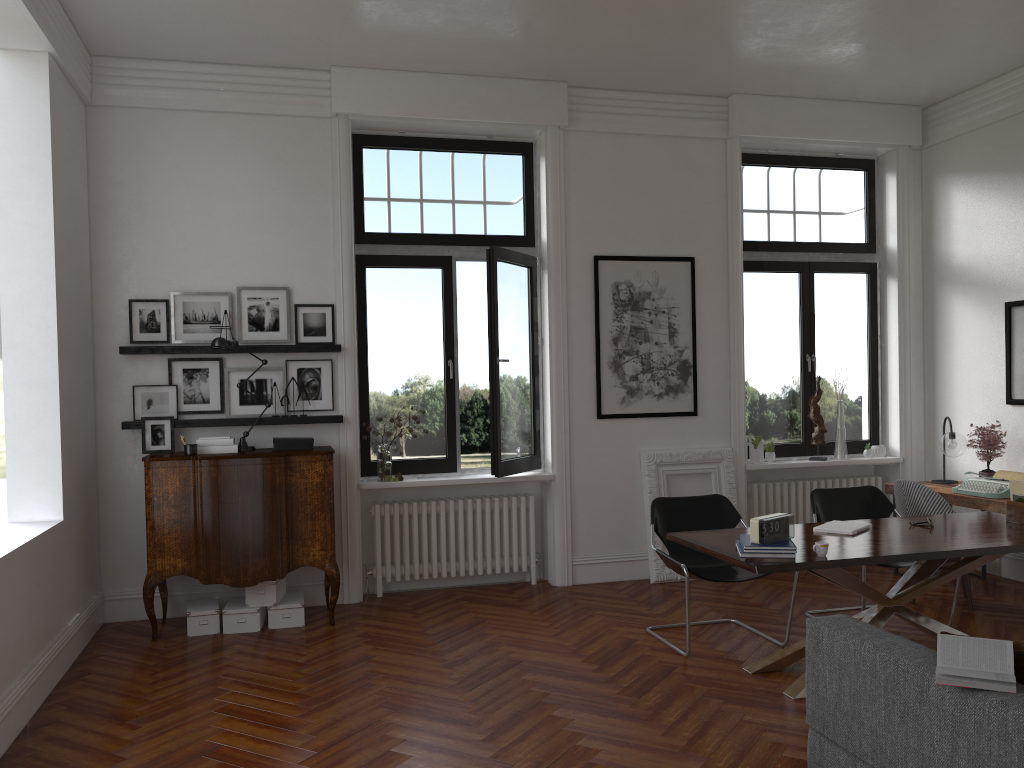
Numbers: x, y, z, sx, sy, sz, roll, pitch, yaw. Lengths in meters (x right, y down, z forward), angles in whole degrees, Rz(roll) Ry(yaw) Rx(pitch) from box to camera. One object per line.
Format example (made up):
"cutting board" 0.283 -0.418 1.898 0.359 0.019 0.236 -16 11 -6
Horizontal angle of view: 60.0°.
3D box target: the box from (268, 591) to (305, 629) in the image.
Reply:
"box" -1.591 1.598 6.251 0.245 0.177 0.394 -1 0 -15

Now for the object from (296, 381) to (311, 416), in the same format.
"object" -1.549 0.111 6.572 0.110 0.262 0.040 -1 1 -15

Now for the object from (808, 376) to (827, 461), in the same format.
"object" 2.696 0.302 7.828 0.165 0.754 0.142 -1 1 28

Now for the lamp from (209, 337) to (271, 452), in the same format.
"lamp" -1.902 0.076 6.249 0.174 0.803 0.491 0 1 40

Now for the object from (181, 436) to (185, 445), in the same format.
"object" -2.174 0.402 5.890 0.050 0.119 0.010 -1 1 -12

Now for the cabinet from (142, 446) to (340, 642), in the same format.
"cabinet" -1.857 1.079 6.155 1.266 1.218 0.640 -1 1 -15

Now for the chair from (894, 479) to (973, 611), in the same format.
"chair" 3.063 1.128 6.394 0.547 0.900 0.716 -2 1 -22

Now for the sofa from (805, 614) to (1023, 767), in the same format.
"sofa" 2.641 1.207 3.413 2.644 0.829 1.262 -1 0 -15

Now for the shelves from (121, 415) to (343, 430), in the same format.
"shelves" -1.995 0.275 6.412 1.514 0.055 0.156 -1 0 -15

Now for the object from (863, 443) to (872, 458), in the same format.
"object" 3.190 0.596 7.953 0.072 0.134 0.072 -1 1 11

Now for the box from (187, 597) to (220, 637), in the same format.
"box" -2.128 1.610 6.111 0.209 0.177 0.394 -1 0 -20

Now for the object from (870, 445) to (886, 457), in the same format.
"object" 3.336 0.611 8.078 0.134 0.098 0.132 -2 1 -45

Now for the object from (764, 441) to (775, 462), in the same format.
"object" 2.269 0.590 7.785 0.097 0.185 0.099 -1 1 8

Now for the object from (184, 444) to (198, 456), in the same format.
"object" -2.140 0.441 5.908 0.091 0.077 0.091 -2 1 -42

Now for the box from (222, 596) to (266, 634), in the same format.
"box" -1.851 1.604 6.152 0.245 0.177 0.394 -1 0 -10

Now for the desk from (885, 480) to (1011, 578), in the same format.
"desk" 3.632 1.189 6.561 0.647 0.758 1.798 -1 0 -15

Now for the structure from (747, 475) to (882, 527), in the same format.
"structure" 2.707 1.243 7.976 1.453 0.778 0.225 -1 1 -15

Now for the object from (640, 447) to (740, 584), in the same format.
"object" 1.493 1.074 7.317 0.830 1.063 0.233 -1 1 -15

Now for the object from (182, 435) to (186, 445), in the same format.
"object" -2.173 0.408 5.915 0.046 0.139 0.010 -2 1 -17

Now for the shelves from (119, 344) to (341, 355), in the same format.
"shelves" -2.006 -0.248 6.400 1.514 0.055 0.158 -1 0 -15

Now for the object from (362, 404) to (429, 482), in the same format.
"object" -0.879 0.453 6.958 0.541 0.599 0.317 -2 1 -44

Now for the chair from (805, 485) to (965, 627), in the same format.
"chair" 2.405 1.149 5.843 0.752 0.873 0.745 -1 1 -15

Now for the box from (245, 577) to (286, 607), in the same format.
"box" -1.722 1.426 6.213 0.209 0.177 0.394 -1 0 -5

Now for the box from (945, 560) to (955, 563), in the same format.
"box" 3.397 1.382 7.193 0.317 0.082 0.296 -1 0 -15

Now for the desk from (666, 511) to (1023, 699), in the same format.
"desk" 2.105 1.213 4.944 2.226 0.751 1.029 -1 0 -15

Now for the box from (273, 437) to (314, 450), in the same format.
"box" -1.566 0.426 6.355 0.282 0.086 0.208 -1 0 -15

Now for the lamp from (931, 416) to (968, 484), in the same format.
"lamp" 3.531 0.538 7.173 0.207 0.550 0.441 -1 1 9

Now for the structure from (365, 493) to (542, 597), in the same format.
"structure" -0.459 1.311 7.155 1.453 0.778 0.225 -1 1 -15

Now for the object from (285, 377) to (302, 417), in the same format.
"object" -1.610 0.094 6.527 0.118 0.299 0.040 -2 1 -15

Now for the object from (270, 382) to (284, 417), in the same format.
"object" -1.732 0.116 6.487 0.124 0.260 0.040 -1 1 -15

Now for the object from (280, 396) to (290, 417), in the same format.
"object" -1.657 0.164 6.479 0.066 0.161 0.040 -2 1 -15

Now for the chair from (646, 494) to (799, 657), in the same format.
"chair" 1.267 1.173 5.548 0.752 0.873 0.745 -1 1 -15

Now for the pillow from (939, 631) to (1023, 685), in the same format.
"pillow" 1.747 1.030 3.108 0.470 0.397 0.330 -1 1 23
